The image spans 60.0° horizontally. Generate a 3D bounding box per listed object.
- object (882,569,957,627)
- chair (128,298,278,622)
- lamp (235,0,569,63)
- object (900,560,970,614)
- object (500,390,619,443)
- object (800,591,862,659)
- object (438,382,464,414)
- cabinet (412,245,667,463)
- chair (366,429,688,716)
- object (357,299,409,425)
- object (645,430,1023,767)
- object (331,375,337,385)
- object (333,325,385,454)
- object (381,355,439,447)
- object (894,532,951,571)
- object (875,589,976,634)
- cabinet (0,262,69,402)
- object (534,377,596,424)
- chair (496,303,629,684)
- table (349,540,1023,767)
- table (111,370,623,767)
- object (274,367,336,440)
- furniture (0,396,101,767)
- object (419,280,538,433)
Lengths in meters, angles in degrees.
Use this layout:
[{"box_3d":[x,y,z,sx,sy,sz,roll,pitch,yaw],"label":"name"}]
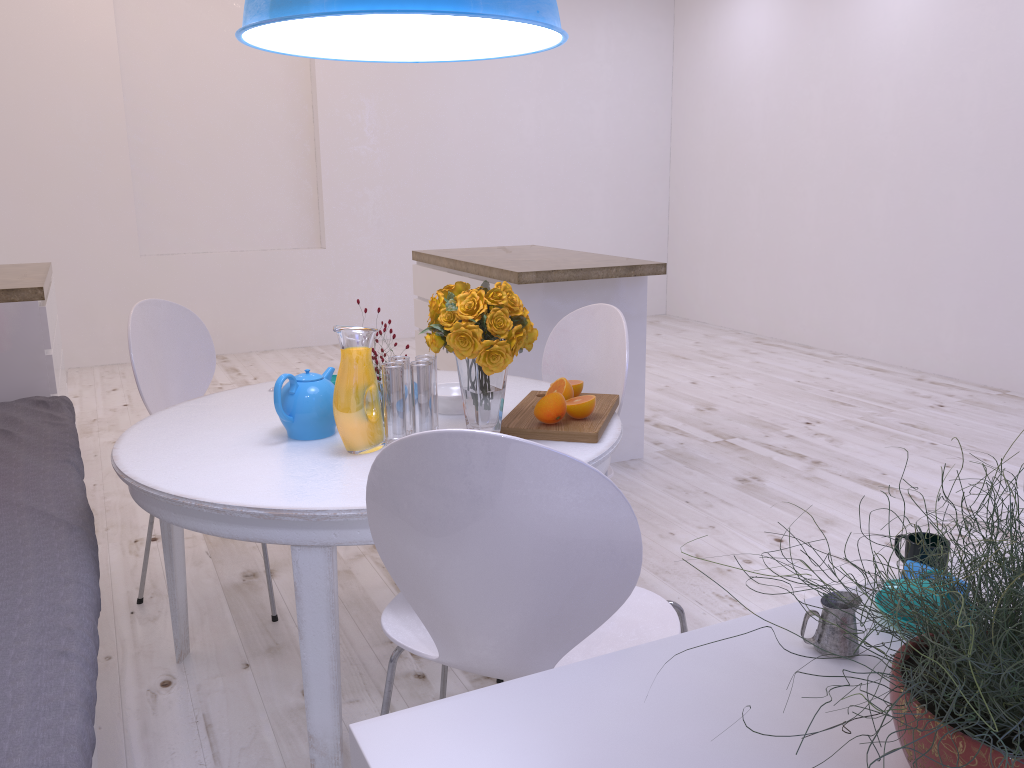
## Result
[{"box_3d":[0.513,0.266,1.112,0.082,0.059,0.069,11,18,41],"label":"object"},{"box_3d":[-0.838,0.168,2.663,0.483,0.845,0.604,2,13,9],"label":"chair"},{"box_3d":[-0.197,-1.543,1.325,0.568,1.948,0.568,1,13,8],"label":"lamp"},{"box_3d":[0.541,0.266,1.139,0.080,0.058,0.069,9,16,36],"label":"object"},{"box_3d":[0.115,0.071,2.061,0.224,0.024,0.347,3,14,14],"label":"object"},{"box_3d":[0.386,0.288,1.064,0.066,0.067,0.052,-7,14,-24],"label":"object"},{"box_3d":[-0.140,0.037,2.159,0.147,0.052,0.147,3,14,17],"label":"object"},{"box_3d":[0.071,-0.149,3.976,0.654,0.842,1.167,-7,14,-25],"label":"cabinet"},{"box_3d":[0.034,0.422,1.526,0.604,0.845,0.483,4,14,20],"label":"chair"},{"box_3d":[-0.313,-0.051,2.026,0.128,0.287,0.128,-6,14,-23],"label":"object"},{"box_3d":[0.455,0.221,0.765,0.668,0.367,0.531,-1,13,-1],"label":"object"},{"box_3d":[-0.470,0.006,2.306,0.088,0.043,0.088,-5,14,-17],"label":"object"},{"box_3d":[-0.317,0.009,1.818,0.094,0.267,0.116,0,13,1],"label":"object"},{"box_3d":[-0.210,0.041,1.849,0.101,0.186,0.122,0,13,5],"label":"object"},{"box_3d":[0.563,0.246,1.213,0.055,0.077,0.070,-1,13,0],"label":"object"},{"box_3d":[0.529,0.293,1.136,0.121,0.021,0.121,3,14,15],"label":"object"},{"box_3d":[-2.077,0.018,3.373,0.654,0.842,1.036,-7,14,-25],"label":"cabinet"},{"box_3d":[0.133,0.027,2.032,0.129,0.075,0.285,2,13,10],"label":"object"},{"box_3d":[0.050,0.221,2.388,0.483,0.845,0.604,-7,14,-25],"label":"chair"},{"box_3d":[0.672,0.652,0.999,1.514,0.619,0.736,-7,14,-25],"label":"table"},{"box_3d":[-0.311,0.393,2.142,1.140,0.629,1.140,0,13,3],"label":"table"},{"box_3d":[-0.450,0.038,1.948,0.156,0.151,0.150,-6,14,-21],"label":"object"},{"box_3d":[-1.087,0.618,1.484,0.769,0.508,3.296,-7,14,-25],"label":"furniture"},{"box_3d":[-0.071,-0.054,1.886,0.235,0.351,0.234,7,15,29],"label":"object"}]
